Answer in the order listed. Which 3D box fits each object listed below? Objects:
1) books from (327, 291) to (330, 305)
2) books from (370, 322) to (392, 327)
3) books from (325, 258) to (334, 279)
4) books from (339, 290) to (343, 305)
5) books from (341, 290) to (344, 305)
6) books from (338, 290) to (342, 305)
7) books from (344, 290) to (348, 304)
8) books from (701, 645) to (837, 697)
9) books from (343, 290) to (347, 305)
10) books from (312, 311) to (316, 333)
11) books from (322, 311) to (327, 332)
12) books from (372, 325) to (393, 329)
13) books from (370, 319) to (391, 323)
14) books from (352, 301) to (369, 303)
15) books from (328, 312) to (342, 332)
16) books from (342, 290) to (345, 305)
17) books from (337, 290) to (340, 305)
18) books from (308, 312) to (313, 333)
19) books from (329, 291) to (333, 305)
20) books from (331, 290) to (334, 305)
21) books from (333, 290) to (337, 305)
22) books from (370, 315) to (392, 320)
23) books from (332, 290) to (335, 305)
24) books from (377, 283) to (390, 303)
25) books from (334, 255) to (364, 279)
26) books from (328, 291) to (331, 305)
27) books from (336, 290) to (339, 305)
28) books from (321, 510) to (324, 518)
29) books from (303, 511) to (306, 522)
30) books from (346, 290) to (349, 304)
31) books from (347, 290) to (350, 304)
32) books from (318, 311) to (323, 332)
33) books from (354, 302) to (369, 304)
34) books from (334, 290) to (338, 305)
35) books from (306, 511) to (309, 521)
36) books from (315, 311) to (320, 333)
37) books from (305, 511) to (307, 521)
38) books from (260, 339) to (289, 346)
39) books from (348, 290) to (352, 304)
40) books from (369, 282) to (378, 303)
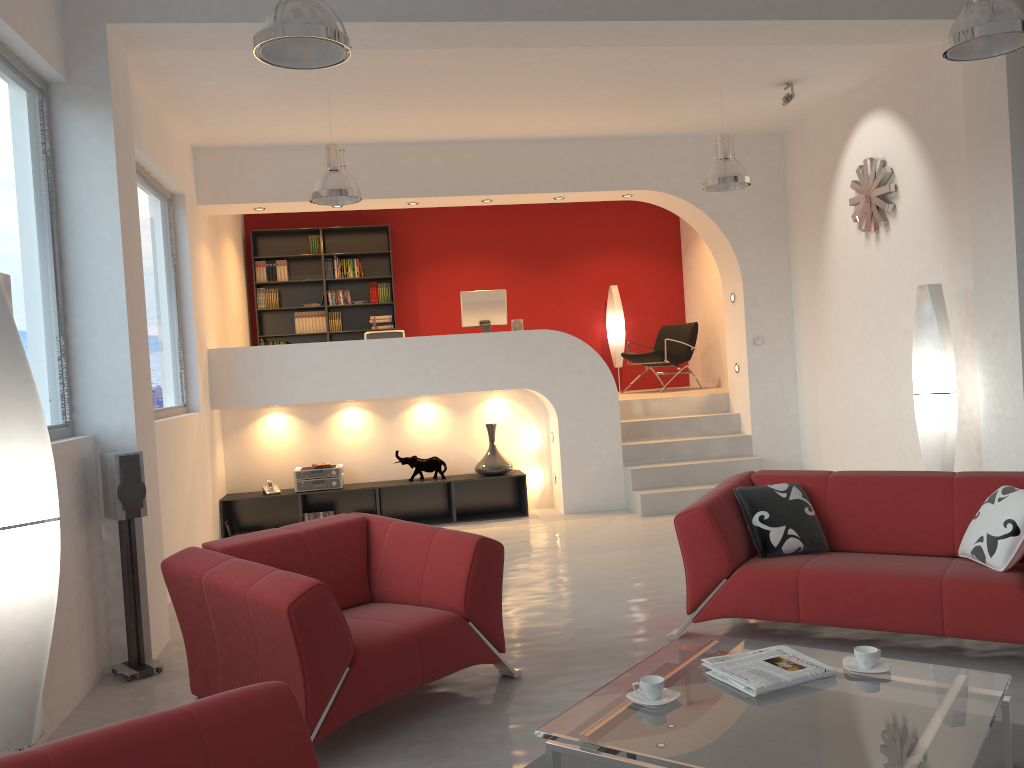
[{"bbox_3d":[-2.230,-1.036,10.796,0.031,0.190,0.135,-4,1,-9],"label":"books"},{"bbox_3d":[-1.604,-0.726,10.860,0.260,0.040,0.200,-4,1,-9],"label":"books"},{"bbox_3d":[-2.221,-1.387,10.786,0.090,0.256,0.181,-4,1,-9],"label":"books"},{"bbox_3d":[-2.082,-1.046,10.819,0.031,0.190,0.135,-4,1,-9],"label":"books"},{"bbox_3d":[-2.067,-1.047,10.822,0.031,0.190,0.135,-4,1,-9],"label":"books"},{"bbox_3d":[-2.096,-1.045,10.817,0.031,0.190,0.135,-4,1,-9],"label":"books"},{"bbox_3d":[-2.022,-1.050,10.828,0.031,0.190,0.135,-4,1,-9],"label":"books"},{"bbox_3d":[0.882,0.988,3.074,0.367,0.035,0.345,-4,1,-19],"label":"books"},{"bbox_3d":[-2.037,-1.049,10.826,0.031,0.190,0.135,-4,1,-9],"label":"books"},{"bbox_3d":[-2.396,-0.743,10.754,0.040,0.260,0.200,-4,1,-9],"label":"books"},{"bbox_3d":[-2.275,-0.751,10.772,0.040,0.260,0.200,-4,1,-9],"label":"books"},{"bbox_3d":[-1.584,-0.687,10.867,0.260,0.040,0.200,-4,1,-7],"label":"books"},{"bbox_3d":[-1.611,-0.765,10.858,0.260,0.040,0.200,-4,1,-9],"label":"books"},{"bbox_3d":[-1.853,-1.004,10.855,0.190,0.015,0.135,-4,1,-4],"label":"books"},{"bbox_3d":[-2.152,-0.749,10.803,0.146,0.240,0.170,-4,1,-9],"label":"books"},{"bbox_3d":[-2.052,-1.048,10.824,0.031,0.190,0.135,-4,1,-9],"label":"books"},{"bbox_3d":[-2.111,-1.044,10.815,0.031,0.190,0.135,-4,1,-9],"label":"books"},{"bbox_3d":[-2.435,-0.740,10.747,0.040,0.260,0.200,-4,1,-9],"label":"books"},{"bbox_3d":[-2.200,-1.038,10.801,0.031,0.190,0.135,-4,1,-9],"label":"books"},{"bbox_3d":[-2.185,-1.039,10.803,0.031,0.190,0.135,-4,1,-9],"label":"books"},{"bbox_3d":[-2.156,-1.041,10.808,0.031,0.190,0.135,-4,1,-9],"label":"books"},{"bbox_3d":[-1.602,-0.806,10.850,0.260,0.040,0.200,-4,1,-9],"label":"books"},{"bbox_3d":[-2.170,-1.040,10.806,0.031,0.190,0.135,-4,1,-9],"label":"books"},{"bbox_3d":[-1.575,-1.105,10.888,0.146,0.240,0.170,-4,1,-9],"label":"books"},{"bbox_3d":[-1.985,-1.417,10.799,0.341,0.286,0.231,-4,1,-9],"label":"books"},{"bbox_3d":[-2.215,-1.037,10.799,0.031,0.190,0.135,-4,1,-9],"label":"books"},{"bbox_3d":[-2.126,-1.043,10.812,0.031,0.190,0.135,-4,1,-9],"label":"books"},{"bbox_3d":[-1.722,1.256,8.136,0.031,0.190,0.135,-4,1,-9],"label":"books"},{"bbox_3d":[-1.885,1.267,8.111,0.031,0.190,0.135,-4,1,-9],"label":"books"},{"bbox_3d":[-2.008,-1.051,10.831,0.031,0.190,0.135,-4,1,-9],"label":"books"},{"bbox_3d":[-1.993,-1.052,10.833,0.031,0.190,0.135,-4,1,-9],"label":"books"},{"bbox_3d":[-2.315,-0.748,10.766,0.040,0.260,0.200,-4,1,-9],"label":"books"},{"bbox_3d":[-1.842,-0.989,10.857,0.190,0.015,0.135,-4,1,-9],"label":"books"},{"bbox_3d":[-2.141,-1.042,10.810,0.031,0.190,0.135,-4,1,-9],"label":"books"},{"bbox_3d":[-1.856,1.265,8.116,0.031,0.190,0.135,-4,1,-9],"label":"books"},{"bbox_3d":[-2.355,-0.745,10.760,0.040,0.260,0.200,-4,1,-9],"label":"books"},{"bbox_3d":[-1.870,1.266,8.113,0.031,0.190,0.135,-4,1,-9],"label":"books"},{"bbox_3d":[-2.839,-0.408,10.677,0.341,0.286,0.231,-4,1,-9],"label":"books"},{"bbox_3d":[-1.978,-1.053,10.835,0.031,0.190,0.135,-4,1,-9],"label":"books"},{"bbox_3d":[-1.695,-1.105,10.871,0.090,0.256,0.181,-4,1,-9],"label":"books"}]
